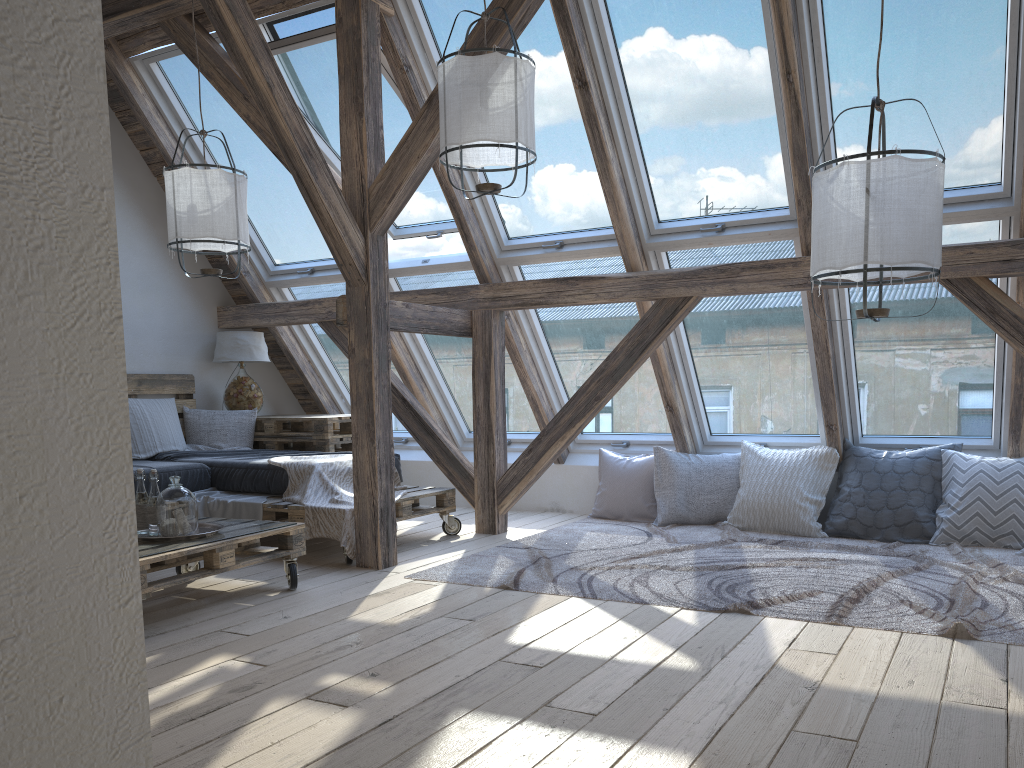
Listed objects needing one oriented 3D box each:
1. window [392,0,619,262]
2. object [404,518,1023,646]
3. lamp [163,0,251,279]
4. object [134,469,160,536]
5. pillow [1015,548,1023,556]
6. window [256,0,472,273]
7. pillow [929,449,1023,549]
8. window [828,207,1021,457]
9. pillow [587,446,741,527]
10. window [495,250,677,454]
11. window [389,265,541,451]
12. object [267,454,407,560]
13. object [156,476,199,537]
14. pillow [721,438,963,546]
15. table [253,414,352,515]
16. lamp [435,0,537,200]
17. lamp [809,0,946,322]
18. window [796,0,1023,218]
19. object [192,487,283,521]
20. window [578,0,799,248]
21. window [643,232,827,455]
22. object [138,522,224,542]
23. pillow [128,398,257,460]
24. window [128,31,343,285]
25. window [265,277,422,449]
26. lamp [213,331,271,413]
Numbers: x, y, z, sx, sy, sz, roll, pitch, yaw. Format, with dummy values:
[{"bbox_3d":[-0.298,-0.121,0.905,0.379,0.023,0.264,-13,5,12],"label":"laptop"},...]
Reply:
[{"bbox_3d":[0.038,-1.364,4.511,0.854,1.291,1.087,2,5,29],"label":"window"},{"bbox_3d":[1.409,0.840,4.247,3.184,0.057,2.173,-1,0,30],"label":"object"},{"bbox_3d":[-1.530,-1.303,4.352,0.399,1.535,0.403,-3,7,-20],"label":"lamp"},{"bbox_3d":[-1.487,0.482,3.602,0.153,0.271,0.070,2,7,29],"label":"object"},{"bbox_3d":[2.768,0.745,4.170,0.474,0.244,0.533,-1,1,-19],"label":"pillow"},{"bbox_3d":[-0.743,-1.348,4.998,0.854,1.290,1.340,2,4,29],"label":"window"},{"bbox_3d":[2.803,0.608,4.497,1.153,0.540,0.497,0,3,34],"label":"pillow"},{"bbox_3d":[2.150,-0.203,4.622,0.854,1.291,1.087,2,5,29],"label":"window"},{"bbox_3d":[1.009,0.652,5.574,1.133,0.531,0.431,-1,4,21],"label":"pillow"},{"bbox_3d":[0.543,-0.170,5.515,0.854,1.291,1.087,2,5,29],"label":"window"},{"bbox_3d":[-0.260,-0.153,5.961,0.854,1.291,1.087,2,5,29],"label":"window"},{"bbox_3d":[-0.803,0.640,4.818,0.808,0.478,1.005,-2,1,-31],"label":"object"},{"bbox_3d":[-1.343,0.490,3.523,0.156,0.250,0.154,-1,5,-2],"label":"object"},{"bbox_3d":[1.863,0.599,5.065,1.271,0.569,0.464,-1,4,30],"label":"pillow"},{"bbox_3d":[-1.475,0.580,6.279,1.015,0.710,0.669,0,3,29],"label":"table"},{"bbox_3d":[-0.108,-1.437,3.550,0.400,1.320,0.402,0,6,5],"label":"lamp"},{"bbox_3d":[1.203,-1.168,2.858,0.399,1.917,0.403,-3,7,-20],"label":"lamp"},{"bbox_3d":[1.645,-1.398,3.619,0.854,1.291,1.087,2,5,29],"label":"window"},{"bbox_3d":[-1.603,0.738,4.966,0.708,0.280,0.501,-1,1,14],"label":"object"},{"bbox_3d":[0.842,-1.381,4.065,0.854,1.291,1.087,2,5,29],"label":"window"},{"bbox_3d":[1.347,-0.187,5.069,0.854,1.291,1.087,2,5,29],"label":"window"},{"bbox_3d":[-1.387,0.608,3.611,0.393,0.022,0.393,-1,0,-41],"label":"object"},{"bbox_3d":[-2.132,0.271,5.725,0.963,0.403,0.385,-2,3,-44],"label":"pillow"},{"bbox_3d":[-1.569,-1.331,5.404,0.854,1.291,1.087,2,5,29],"label":"window"},{"bbox_3d":[-1.064,-0.136,6.408,0.854,1.291,1.087,2,5,29],"label":"window"},{"bbox_3d":[-2.079,0.295,6.216,0.823,1.300,0.384,0,6,15],"label":"lamp"}]
